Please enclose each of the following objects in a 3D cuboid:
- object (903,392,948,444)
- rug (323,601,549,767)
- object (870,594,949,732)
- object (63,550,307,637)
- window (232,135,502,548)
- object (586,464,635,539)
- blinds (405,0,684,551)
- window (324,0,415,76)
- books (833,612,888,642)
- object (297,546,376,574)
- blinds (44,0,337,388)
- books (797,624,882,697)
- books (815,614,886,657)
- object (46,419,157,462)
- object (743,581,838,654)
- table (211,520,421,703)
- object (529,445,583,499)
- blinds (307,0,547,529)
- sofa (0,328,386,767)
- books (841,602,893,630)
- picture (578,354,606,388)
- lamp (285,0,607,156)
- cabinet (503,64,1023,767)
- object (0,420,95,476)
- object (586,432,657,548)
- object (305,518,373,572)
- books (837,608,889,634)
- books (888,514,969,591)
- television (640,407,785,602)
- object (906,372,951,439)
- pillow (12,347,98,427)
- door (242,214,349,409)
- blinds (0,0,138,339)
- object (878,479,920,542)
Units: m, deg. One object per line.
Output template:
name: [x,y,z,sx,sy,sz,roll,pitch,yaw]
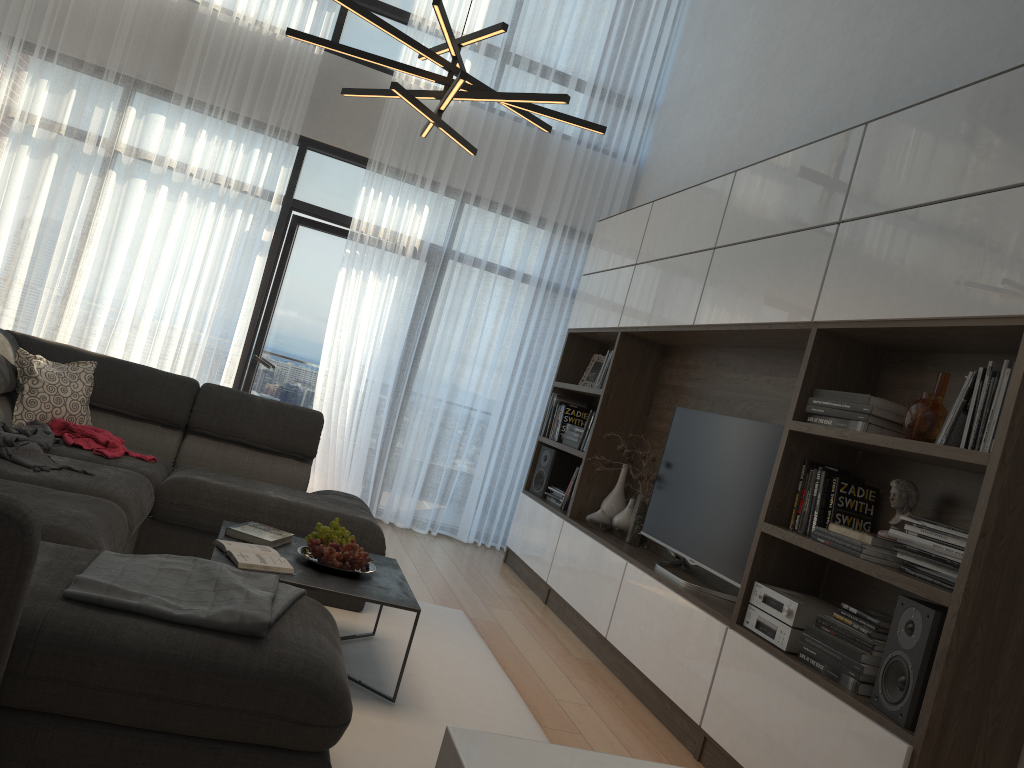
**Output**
object: [1.325,0.116,2.836,0.130,0.171,0.130,15,-1,25]
rug: [-0.672,1.004,3.107,1.606,0.013,2.496,16,-1,-15]
object: [1.221,0.814,2.538,0.244,0.331,0.214,16,-1,-5]
object: [-0.849,0.642,2.290,0.548,0.369,0.685,16,-1,-7]
window: [-1.805,-0.545,6.298,4.808,2.501,0.119,16,-1,-15]
object: [0.640,0.666,5.094,0.313,0.397,0.313,15,-1,28]
blinds: [0.365,-1.540,6.570,1.163,5.581,0.218,16,-1,-17]
window: [-0.961,-3.527,6.356,4.808,2.500,0.119,16,-1,-15]
books: [1.171,0.796,2.877,0.161,0.023,0.213,16,-1,-11]
object: [-0.643,0.651,3.239,0.295,0.026,0.295,16,-1,-21]
blinds: [-1.969,-2.213,5.936,1.374,5.581,0.218,16,-1,-17]
books: [1.117,0.900,2.861,0.248,0.123,0.307,16,-1,-20]
books: [1.156,0.826,2.873,0.224,0.042,0.277,16,-1,-19]
object: [-1.856,0.233,3.890,0.536,0.077,0.323,15,-1,19]
object: [1.025,0.853,3.174,0.270,0.174,0.285,16,-1,-15]
table: [-0.760,0.799,3.217,0.700,0.323,0.700,16,-1,-15]
object: [0.305,0.624,6.109,0.244,0.331,0.214,16,-1,-25]
blinds: [-0.441,-1.775,6.268,0.858,5.579,0.589,17,-1,-38]
sofa: [-1.358,0.305,3.192,2.108,0.995,3.169,16,-1,-14]
books: [1.198,0.764,2.881,0.161,0.023,0.213,16,-1,-11]
picture: [0.593,-0.076,6.175,0.114,0.270,0.216,17,-1,-34]
lamp: [0.222,-2.692,3.251,1.200,3.645,0.831,16,-1,-5]
cabinet: [0.914,0.189,4.333,0.338,2.494,4.036,16,-1,-15]
object: [-1.935,0.229,3.444,0.411,0.118,0.905,17,-1,-39]
object: [0.641,0.558,4.909,0.542,0.598,0.317,15,-1,21]
object: [-0.616,0.585,3.236,0.256,0.173,0.279,16,-1,-17]
books: [1.178,0.779,2.879,0.142,0.015,0.198,16,-1,-16]
books: [1.314,0.515,2.604,0.224,0.176,0.374,16,-1,-15]
television: [0.929,0.530,4.093,0.229,0.779,1.220,16,-1,-15]
object: [1.390,0.088,2.968,0.081,0.265,0.082,16,-1,7]
pillow: [-1.876,0.092,2.938,0.386,0.364,2.734,16,-1,-11]
door: [-1.346,-0.150,6.547,1.118,1.976,0.206,16,-1,-5]
blinds: [-2.970,-2.502,5.637,1.223,5.581,0.218,16,-1,-17]
object: [1.306,0.422,2.962,0.116,0.207,0.117,15,-1,26]
